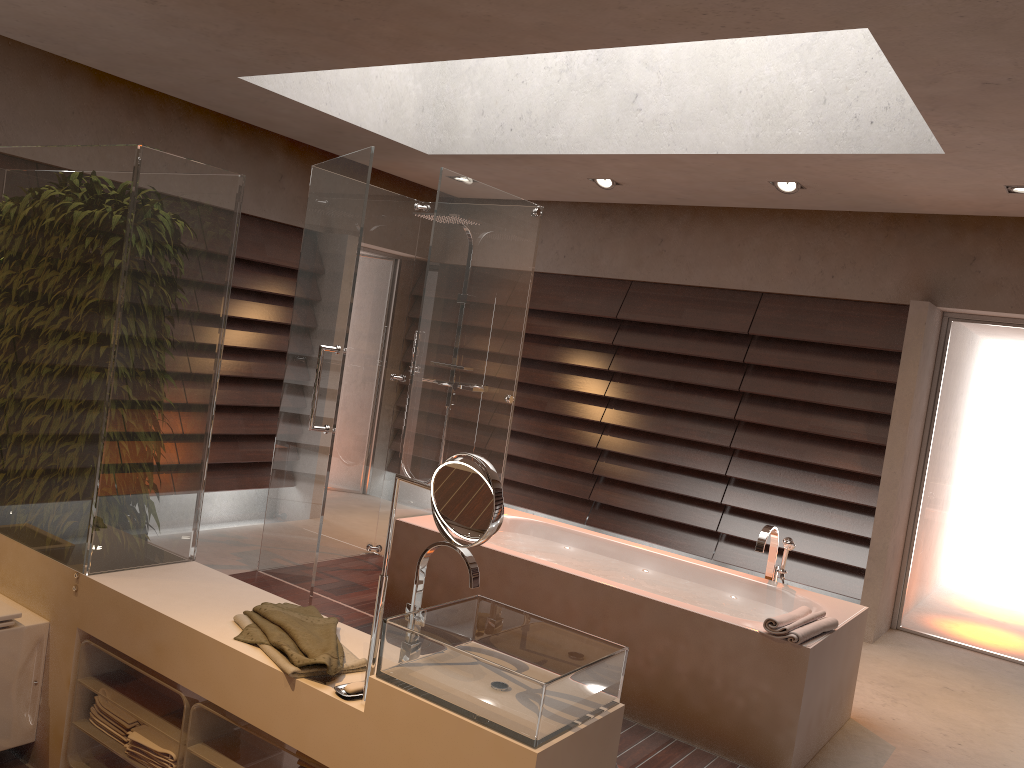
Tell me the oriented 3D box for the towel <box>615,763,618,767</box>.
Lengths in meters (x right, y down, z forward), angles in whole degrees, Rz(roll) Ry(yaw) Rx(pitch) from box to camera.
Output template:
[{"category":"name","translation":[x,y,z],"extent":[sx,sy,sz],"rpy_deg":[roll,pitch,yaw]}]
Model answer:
[{"category":"towel","translation":[0.188,0.989,1.990],"extent":[0.252,0.598,0.121],"rpy_deg":[9,3,18]}]

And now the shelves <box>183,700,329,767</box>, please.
[{"category":"shelves","translation":[-0.523,1.038,2.226],"extent":[0.487,0.436,0.368],"rpy_deg":[10,3,32]}]

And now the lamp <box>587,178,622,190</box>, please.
[{"category":"lamp","translation":[0.580,-1.274,5.519],"extent":[0.165,0.110,0.170],"rpy_deg":[10,3,34]}]

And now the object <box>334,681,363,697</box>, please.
[{"category":"object","translation":[-0.339,0.676,1.957],"extent":[0.108,0.011,0.065],"rpy_deg":[6,3,-42]}]

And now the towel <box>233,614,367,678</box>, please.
[{"category":"towel","translation":[-0.526,0.631,2.189],"extent":[0.202,0.027,0.394],"rpy_deg":[6,3,-36]}]

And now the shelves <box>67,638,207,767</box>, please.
[{"category":"shelves","translation":[-0.947,0.964,2.483],"extent":[0.487,0.436,0.368],"rpy_deg":[10,3,34]}]

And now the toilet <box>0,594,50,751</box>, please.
[{"category":"toilet","translation":[-1.633,0.807,2.477],"extent":[0.357,0.400,0.468],"rpy_deg":[10,3,34]}]

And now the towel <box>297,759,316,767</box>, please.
[{"category":"towel","translation":[-0.390,0.910,2.203],"extent":[0.221,0.098,0.220],"rpy_deg":[9,3,23]}]

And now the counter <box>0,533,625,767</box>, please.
[{"category":"counter","translation":[-1.097,0.810,2.606],"extent":[2.931,0.686,0.350],"rpy_deg":[10,3,34]}]

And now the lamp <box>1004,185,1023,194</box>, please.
[{"category":"lamp","translation":[2.449,-0.947,4.227],"extent":[0.165,0.051,0.170],"rpy_deg":[10,3,34]}]

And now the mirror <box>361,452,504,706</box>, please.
[{"category":"mirror","translation":[-0.170,0.417,1.782],"extent":[0.316,0.589,0.074],"rpy_deg":[10,3,37]}]

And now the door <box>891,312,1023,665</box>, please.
[{"category":"door","translation":[2.951,0.618,5.265],"extent":[1.007,2.000,0.090],"rpy_deg":[10,3,34]}]

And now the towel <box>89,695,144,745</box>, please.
[{"category":"towel","translation":[-1.050,0.922,2.525],"extent":[0.221,0.098,0.220],"rpy_deg":[10,3,33]}]

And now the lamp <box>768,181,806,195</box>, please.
[{"category":"lamp","translation":[1.515,-1.107,4.873],"extent":[0.165,0.110,0.170],"rpy_deg":[10,3,34]}]

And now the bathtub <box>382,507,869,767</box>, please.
[{"category":"bathtub","translation":[0.513,0.939,4.140],"extent":[2.000,0.761,0.994],"rpy_deg":[10,3,34]}]

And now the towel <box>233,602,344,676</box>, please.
[{"category":"towel","translation":[-0.555,0.610,2.206],"extent":[0.258,0.057,0.571],"rpy_deg":[8,3,-14]}]

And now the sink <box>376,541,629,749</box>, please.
[{"category":"sink","translation":[-0.044,0.548,1.902],"extent":[0.486,0.357,0.340],"rpy_deg":[10,3,34]}]

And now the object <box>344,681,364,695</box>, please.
[{"category":"object","translation":[-0.338,0.670,1.957],"extent":[0.066,0.016,0.035],"rpy_deg":[6,4,-44]}]

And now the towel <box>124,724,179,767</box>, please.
[{"category":"towel","translation":[-0.888,0.952,2.377],"extent":[0.220,0.098,0.221],"rpy_deg":[10,3,33]}]

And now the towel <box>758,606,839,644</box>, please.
[{"category":"towel","translation":[1.088,0.901,3.350],"extent":[0.159,0.068,0.396],"rpy_deg":[11,3,40]}]

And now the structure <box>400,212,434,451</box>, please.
[{"category":"structure","translation":[-0.477,-0.162,5.110],"extent":[0.575,1.578,0.385],"rpy_deg":[10,3,34]}]
